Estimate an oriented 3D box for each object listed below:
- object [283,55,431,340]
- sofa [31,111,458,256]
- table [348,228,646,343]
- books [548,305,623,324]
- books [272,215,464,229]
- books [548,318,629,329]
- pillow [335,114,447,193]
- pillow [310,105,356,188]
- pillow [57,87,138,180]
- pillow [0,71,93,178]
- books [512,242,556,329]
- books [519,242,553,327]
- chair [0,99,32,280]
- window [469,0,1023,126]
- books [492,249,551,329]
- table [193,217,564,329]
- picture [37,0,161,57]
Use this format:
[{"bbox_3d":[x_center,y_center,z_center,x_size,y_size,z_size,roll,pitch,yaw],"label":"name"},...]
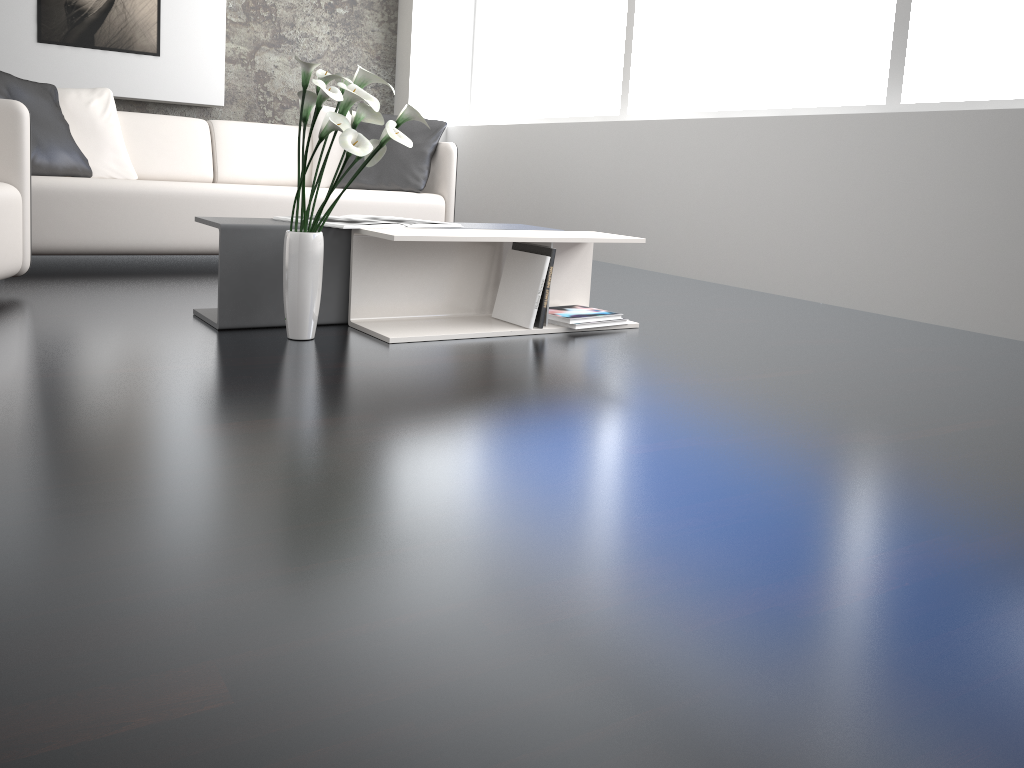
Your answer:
[{"bbox_3d":[-0.481,-0.520,2.521,0.451,0.785,0.380,11,11,40],"label":"object"},{"bbox_3d":[-1.476,-1.020,4.476,2.246,0.650,0.934,-5,14,-34],"label":"sofa"},{"bbox_3d":[-0.028,-0.346,2.931,0.971,0.309,0.303,-5,13,-34],"label":"table"},{"bbox_3d":[0.213,-0.244,3.057,0.264,0.016,0.230,-8,18,-41],"label":"books"},{"bbox_3d":[-0.479,-0.552,2.982,0.362,0.016,0.553,14,17,36],"label":"books"},{"bbox_3d":[0.237,-0.225,3.054,0.264,0.016,0.216,-8,18,-41],"label":"books"},{"bbox_3d":[-0.647,-1.267,4.825,0.553,0.430,0.338,6,10,13],"label":"pillow"},{"bbox_3d":[-0.864,-1.316,4.993,0.588,0.499,0.304,-2,10,-28],"label":"pillow"},{"bbox_3d":[-2.107,-1.169,4.139,0.588,0.491,0.327,-6,13,-42],"label":"pillow"},{"bbox_3d":[-2.087,-1.127,3.828,0.278,0.442,0.575,5,11,12],"label":"pillow"},{"bbox_3d":[0.053,-0.335,2.948,0.050,0.259,0.237,-1,11,-34],"label":"books"},{"bbox_3d":[0.067,-0.352,2.978,0.007,0.279,0.208,-1,10,-34],"label":"books"},{"bbox_3d":[-2.082,-0.620,2.639,0.918,0.651,0.783,2,11,-8],"label":"chair"},{"bbox_3d":[1.818,-1.900,3.960,0.110,1.406,8.195,-1,13,-32],"label":"window"},{"bbox_3d":[0.028,-0.320,2.931,0.070,0.234,0.231,-1,11,-34],"label":"books"},{"bbox_3d":[-0.415,-0.398,3.050,1.261,0.309,0.303,-5,13,-34],"label":"table"},{"bbox_3d":[-2.710,-2.716,5.807,0.747,0.989,0.004,-2,9,-32],"label":"picture"}]
